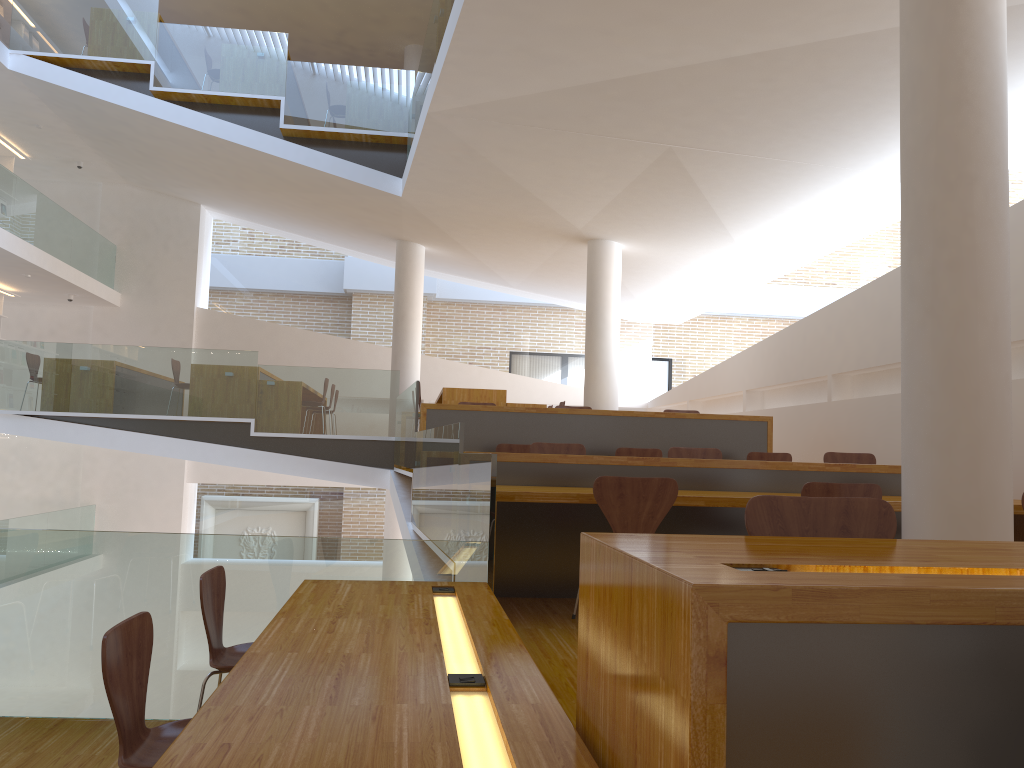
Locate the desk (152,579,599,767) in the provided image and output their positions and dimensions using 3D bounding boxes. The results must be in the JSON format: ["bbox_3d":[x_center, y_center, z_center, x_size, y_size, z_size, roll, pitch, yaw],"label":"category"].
[{"bbox_3d":[-0.307,1.006,2.115,0.760,0.606,3.185,2,-5,-7],"label":"desk"}]

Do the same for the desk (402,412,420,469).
[{"bbox_3d":[0.460,0.692,9.992,3.356,0.606,0.760,2,-5,-7],"label":"desk"}]

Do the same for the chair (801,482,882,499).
[{"bbox_3d":[1.492,0.812,4.223,0.428,0.693,0.381,2,-5,-7],"label":"chair"}]

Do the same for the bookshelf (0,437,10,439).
[{"bbox_3d":[-7.334,1.499,11.210,0.498,1.836,2.984,2,-5,-7],"label":"bookshelf"}]

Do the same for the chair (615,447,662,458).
[{"bbox_3d":[1.001,0.876,7.325,0.428,0.693,0.381,2,-5,-7],"label":"chair"}]

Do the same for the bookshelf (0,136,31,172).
[{"bbox_3d":[-7.206,-2.594,11.538,0.498,1.836,2.984,2,-5,-7],"label":"bookshelf"}]

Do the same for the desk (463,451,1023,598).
[{"bbox_3d":[1.339,0.828,5.036,3.243,0.785,1.527,2,-5,-7],"label":"desk"}]

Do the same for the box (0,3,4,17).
[{"bbox_3d":[-7.269,-5.222,12.413,0.274,0.296,0.245,2,-5,-7],"label":"box"}]

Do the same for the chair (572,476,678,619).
[{"bbox_3d":[0.528,0.773,4.113,0.428,0.693,0.381,2,-5,-7],"label":"chair"}]

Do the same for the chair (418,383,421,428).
[{"bbox_3d":[-0.981,0.332,10.894,0.381,0.693,0.428,2,-5,-7],"label":"chair"}]

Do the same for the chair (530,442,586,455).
[{"bbox_3d":[0.325,0.738,5.901,0.428,0.693,0.381,2,-5,-7],"label":"chair"}]

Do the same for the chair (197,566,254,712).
[{"bbox_3d":[-0.922,1.024,3.184,0.381,0.693,0.428,2,-5,-7],"label":"chair"}]

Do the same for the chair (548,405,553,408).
[{"bbox_3d":[0.361,0.636,12.365,0.381,0.693,0.428,2,-5,-7],"label":"chair"}]

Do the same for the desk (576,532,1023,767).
[{"bbox_3d":[1.763,0.656,1.691,3.185,0.606,0.760,2,-5,-7],"label":"desk"}]

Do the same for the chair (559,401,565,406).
[{"bbox_3d":[0.474,0.562,11.403,0.381,0.693,0.428,2,-5,-7],"label":"chair"}]

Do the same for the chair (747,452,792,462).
[{"bbox_3d":[2.107,0.924,7.489,0.428,0.693,0.381,2,-5,-7],"label":"chair"}]

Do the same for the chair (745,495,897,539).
[{"bbox_3d":[0.775,0.612,2.009,0.428,0.693,0.381,2,-5,-7],"label":"chair"}]

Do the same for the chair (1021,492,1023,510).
[{"bbox_3d":[2.598,0.860,4.388,0.428,0.693,0.381,2,-5,-7],"label":"chair"}]

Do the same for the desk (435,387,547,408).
[{"bbox_3d":[-0.394,0.565,12.092,1.247,0.762,3.194,2,-5,-7],"label":"desk"}]

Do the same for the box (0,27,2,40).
[{"bbox_3d":[-7.279,-4.895,12.387,0.274,0.296,0.245,2,-5,-7],"label":"box"}]

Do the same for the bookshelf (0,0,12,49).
[{"bbox_3d":[-7.143,-4.602,11.699,0.498,1.836,2.984,2,-5,-7],"label":"bookshelf"}]

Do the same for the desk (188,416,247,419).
[{"bbox_3d":[-3.230,0.293,11.715,1.248,0.757,3.196,2,-5,-7],"label":"desk"}]

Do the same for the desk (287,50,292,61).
[{"bbox_3d":[-3.212,-3.542,11.975,0.760,0.606,3.196,2,-5,-7],"label":"desk"}]

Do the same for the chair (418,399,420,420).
[{"bbox_3d":[-1.094,0.406,11.856,0.381,0.693,0.428,2,-5,-7],"label":"chair"}]

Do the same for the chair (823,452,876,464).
[{"bbox_3d":[2.404,0.819,6.100,0.428,0.693,0.381,2,-5,-7],"label":"chair"}]

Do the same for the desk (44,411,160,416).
[{"bbox_3d":[-5.047,0.144,11.515,0.760,0.606,3.194,2,-5,-7],"label":"desk"}]

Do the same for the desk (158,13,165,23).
[{"bbox_3d":[-4.673,-3.906,11.832,0.760,0.606,3.196,2,-5,-7],"label":"desk"}]

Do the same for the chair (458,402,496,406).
[{"bbox_3d":[-0.336,0.514,8.611,0.428,0.693,0.381,2,-5,-7],"label":"chair"}]

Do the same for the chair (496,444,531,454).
[{"bbox_3d":[0.036,0.837,7.215,0.428,0.693,0.381,2,-5,-7],"label":"chair"}]

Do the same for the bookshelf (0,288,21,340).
[{"bbox_3d":[-7.270,-0.555,11.375,0.498,1.836,2.984,2,-5,-7],"label":"bookshelf"}]

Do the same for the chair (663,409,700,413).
[{"bbox_3d":[1.731,0.595,8.809,0.428,0.693,0.381,2,-5,-7],"label":"chair"}]

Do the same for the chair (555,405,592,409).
[{"bbox_3d":[0.628,0.553,8.721,0.428,0.693,0.381,2,-5,-7],"label":"chair"}]

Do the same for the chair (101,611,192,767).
[{"bbox_3d":[-0.809,0.950,2.222,0.381,0.693,0.428,2,-5,-7],"label":"chair"}]

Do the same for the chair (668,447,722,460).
[{"bbox_3d":[1.289,0.777,6.011,0.428,0.693,0.381,2,-5,-7],"label":"chair"}]

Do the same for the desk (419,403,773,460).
[{"bbox_3d":[0.776,0.749,7.974,3.216,1.022,1.248,2,-5,-7],"label":"desk"}]
